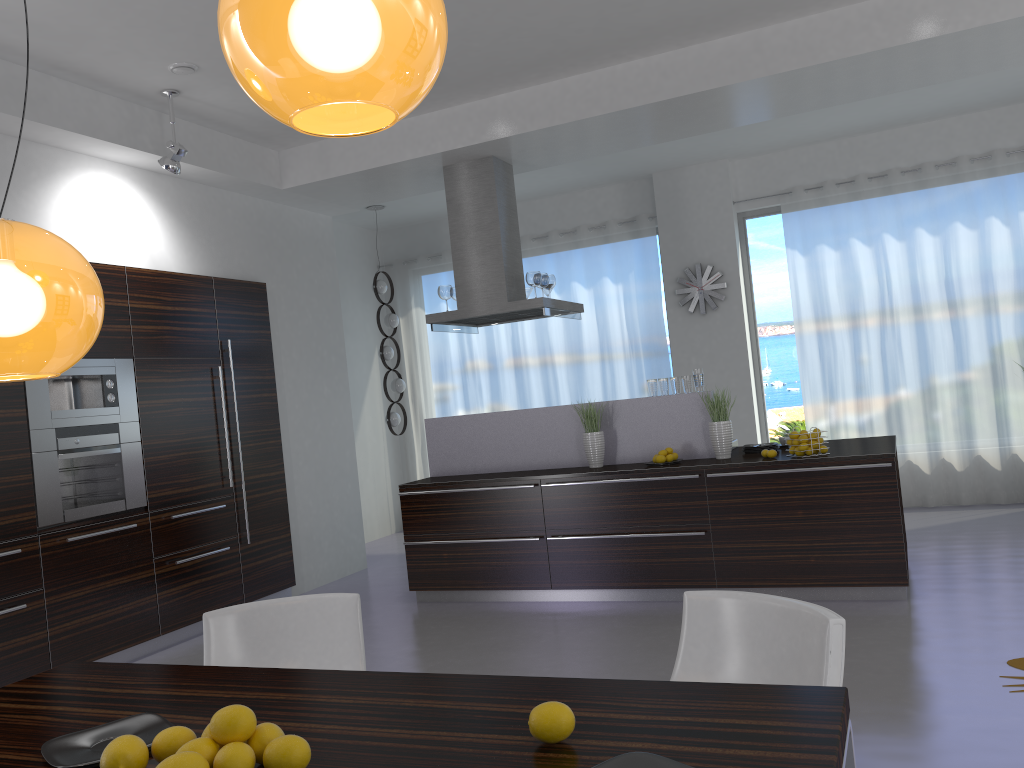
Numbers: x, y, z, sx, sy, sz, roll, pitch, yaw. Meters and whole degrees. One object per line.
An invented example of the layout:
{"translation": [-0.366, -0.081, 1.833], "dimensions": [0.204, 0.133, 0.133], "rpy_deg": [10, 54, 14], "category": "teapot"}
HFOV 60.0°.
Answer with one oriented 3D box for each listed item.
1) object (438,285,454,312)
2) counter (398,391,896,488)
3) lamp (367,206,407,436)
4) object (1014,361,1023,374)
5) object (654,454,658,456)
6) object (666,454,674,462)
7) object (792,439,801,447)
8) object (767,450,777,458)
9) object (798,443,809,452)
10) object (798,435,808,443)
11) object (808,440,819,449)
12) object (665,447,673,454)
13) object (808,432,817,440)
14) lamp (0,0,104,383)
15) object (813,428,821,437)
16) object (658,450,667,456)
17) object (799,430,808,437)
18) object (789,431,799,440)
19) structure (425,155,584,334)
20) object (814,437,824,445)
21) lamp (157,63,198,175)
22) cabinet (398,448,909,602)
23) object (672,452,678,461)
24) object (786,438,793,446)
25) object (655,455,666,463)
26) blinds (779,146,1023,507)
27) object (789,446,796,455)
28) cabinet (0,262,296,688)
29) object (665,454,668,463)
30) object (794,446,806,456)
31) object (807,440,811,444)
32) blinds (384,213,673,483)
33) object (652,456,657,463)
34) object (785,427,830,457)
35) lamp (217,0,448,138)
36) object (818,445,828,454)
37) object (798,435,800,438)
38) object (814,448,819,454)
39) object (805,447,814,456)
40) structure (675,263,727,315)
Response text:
{"translation": [-0.515, -0.660, 6.954], "dimensions": [0.125, 0.221, 0.125], "rpy_deg": [-5, -1, -42], "category": "object"}
{"translation": [0.963, 0.745, 6.298], "dimensions": [3.291, 1.300, 1.302], "rpy_deg": [-6, -1, 24], "category": "counter"}
{"translation": [-1.290, -0.649, 9.157], "dimensions": [0.180, 2.370, 0.367], "rpy_deg": [-6, -1, 17], "category": "lamp"}
{"translation": [4.527, 0.372, 7.171], "dimensions": [0.713, 1.334, 0.656], "rpy_deg": [-6, -1, 24], "category": "object"}
{"translation": [0.973, 0.495, 5.916], "dimensions": [0.052, 0.054, 0.061], "rpy_deg": [-6, -1, -19], "category": "object"}
{"translation": [1.035, 0.488, 5.824], "dimensions": [0.061, 0.054, 0.052], "rpy_deg": [-6, -1, 1], "category": "object"}
{"translation": [1.752, 0.361, 5.440], "dimensions": [0.062, 0.053, 0.052], "rpy_deg": [-6, -1, -5], "category": "object"}
{"translation": [1.611, 0.433, 5.500], "dimensions": [0.063, 0.051, 0.053], "rpy_deg": [-6, -1, 27], "category": "object"}
{"translation": [1.764, 0.383, 5.366], "dimensions": [0.061, 0.054, 0.052], "rpy_deg": [-6, -1, 1], "category": "object"}
{"translation": [1.770, 0.336, 5.391], "dimensions": [0.061, 0.052, 0.053], "rpy_deg": [-7, -1, 37], "category": "object"}
{"translation": [1.830, 0.369, 5.384], "dimensions": [0.061, 0.055, 0.051], "rpy_deg": [-6, -1, 3], "category": "object"}
{"translation": [1.039, 0.443, 5.871], "dimensions": [0.053, 0.048, 0.063], "rpy_deg": [-6, -1, -10], "category": "object"}
{"translation": [1.827, 0.319, 5.390], "dimensions": [0.051, 0.053, 0.063], "rpy_deg": [-7, -1, 36], "category": "object"}
{"translation": [-1.082, -0.991, 1.752], "dimensions": [0.359, 1.974, 0.358], "rpy_deg": [-6, -1, 29], "category": "lamp"}
{"translation": [1.870, 0.301, 5.441], "dimensions": [0.050, 0.060, 0.059], "rpy_deg": [-6, -1, 23], "category": "object"}
{"translation": [0.993, 0.458, 5.845], "dimensions": [0.061, 0.047, 0.053], "rpy_deg": [-6, -1, 27], "category": "object"}
{"translation": [1.795, 0.308, 5.453], "dimensions": [0.051, 0.053, 0.063], "rpy_deg": [-6, -1, 25], "category": "object"}
{"translation": [1.736, 0.317, 5.458], "dimensions": [0.053, 0.051, 0.063], "rpy_deg": [-6, -1, -19], "category": "object"}
{"translation": [-0.091, -1.079, 7.080], "dimensions": [0.981, 1.231, 0.915], "rpy_deg": [-6, -1, 24], "category": "structure"}
{"translation": [1.876, 0.350, 5.420], "dimensions": [0.061, 0.054, 0.053], "rpy_deg": [-6, -1, -20], "category": "object"}
{"translation": [-2.012, -1.571, 5.347], "dimensions": [0.171, 0.511, 0.605], "rpy_deg": [-5, -1, -35], "category": "lamp"}
{"translation": [0.980, 0.968, 6.285], "dimensions": [3.285, 0.852, 1.377], "rpy_deg": [-6, -1, 24], "category": "cabinet"}
{"translation": [1.071, 0.480, 5.869], "dimensions": [0.063, 0.053, 0.051], "rpy_deg": [-5, -1, -26], "category": "object"}
{"translation": [1.732, 0.362, 5.499], "dimensions": [0.053, 0.051, 0.063], "rpy_deg": [-6, -1, -8], "category": "object"}
{"translation": [0.973, 0.493, 5.805], "dimensions": [0.070, 0.058, 0.060], "rpy_deg": [-6, -1, 22], "category": "object"}
{"translation": [4.019, -0.464, 7.955], "dimensions": [2.830, 3.112, 0.120], "rpy_deg": [-6, -1, 23], "category": "blinds"}
{"translation": [1.741, 0.408, 5.478], "dimensions": [0.060, 0.057, 0.052], "rpy_deg": [-6, -1, 25], "category": "object"}
{"translation": [-2.796, 0.518, 5.466], "dimensions": [0.669, 2.500, 3.600], "rpy_deg": [-6, -1, 24], "category": "cabinet"}
{"translation": [1.020, 0.491, 5.880], "dimensions": [0.057, 0.060, 0.071], "rpy_deg": [-6, -1, 25], "category": "object"}
{"translation": [1.764, 0.411, 5.422], "dimensions": [0.064, 0.063, 0.074], "rpy_deg": [-7, -1, 44], "category": "object"}
{"translation": [1.815, 0.367, 5.411], "dimensions": [0.051, 0.053, 0.062], "rpy_deg": [-7, -1, 32], "category": "object"}
{"translation": [0.132, -0.032, 9.660], "dimensions": [3.245, 3.112, 0.120], "rpy_deg": [-6, -1, 23], "category": "blinds"}
{"translation": [0.959, 0.500, 5.862], "dimensions": [0.063, 0.051, 0.053], "rpy_deg": [-6, -1, 27], "category": "object"}
{"translation": [1.809, 0.349, 5.448], "dimensions": [0.189, 0.174, 0.207], "rpy_deg": [-6, -1, -11], "category": "object"}
{"translation": [-0.352, -1.237, 1.429], "dimensions": [0.358, 1.645, 0.359], "rpy_deg": [-7, -1, 34], "category": "lamp"}
{"translation": [1.890, 0.398, 5.395], "dimensions": [0.062, 0.052, 0.053], "rpy_deg": [-5, -1, -27], "category": "object"}
{"translation": [1.808, 0.327, 5.519], "dimensions": [0.063, 0.051, 0.053], "rpy_deg": [-6, -1, -21], "category": "object"}
{"translation": [1.856, 0.405, 5.443], "dimensions": [0.061, 0.055, 0.050], "rpy_deg": [-6, -1, -21], "category": "object"}
{"translation": [1.805, 0.407, 5.380], "dimensions": [0.051, 0.053, 0.063], "rpy_deg": [-7, -1, 32], "category": "object"}
{"translation": [1.864, -0.939, 8.755], "dimensions": [0.505, 0.505, 0.076], "rpy_deg": [-6, -1, 24], "category": "structure"}
